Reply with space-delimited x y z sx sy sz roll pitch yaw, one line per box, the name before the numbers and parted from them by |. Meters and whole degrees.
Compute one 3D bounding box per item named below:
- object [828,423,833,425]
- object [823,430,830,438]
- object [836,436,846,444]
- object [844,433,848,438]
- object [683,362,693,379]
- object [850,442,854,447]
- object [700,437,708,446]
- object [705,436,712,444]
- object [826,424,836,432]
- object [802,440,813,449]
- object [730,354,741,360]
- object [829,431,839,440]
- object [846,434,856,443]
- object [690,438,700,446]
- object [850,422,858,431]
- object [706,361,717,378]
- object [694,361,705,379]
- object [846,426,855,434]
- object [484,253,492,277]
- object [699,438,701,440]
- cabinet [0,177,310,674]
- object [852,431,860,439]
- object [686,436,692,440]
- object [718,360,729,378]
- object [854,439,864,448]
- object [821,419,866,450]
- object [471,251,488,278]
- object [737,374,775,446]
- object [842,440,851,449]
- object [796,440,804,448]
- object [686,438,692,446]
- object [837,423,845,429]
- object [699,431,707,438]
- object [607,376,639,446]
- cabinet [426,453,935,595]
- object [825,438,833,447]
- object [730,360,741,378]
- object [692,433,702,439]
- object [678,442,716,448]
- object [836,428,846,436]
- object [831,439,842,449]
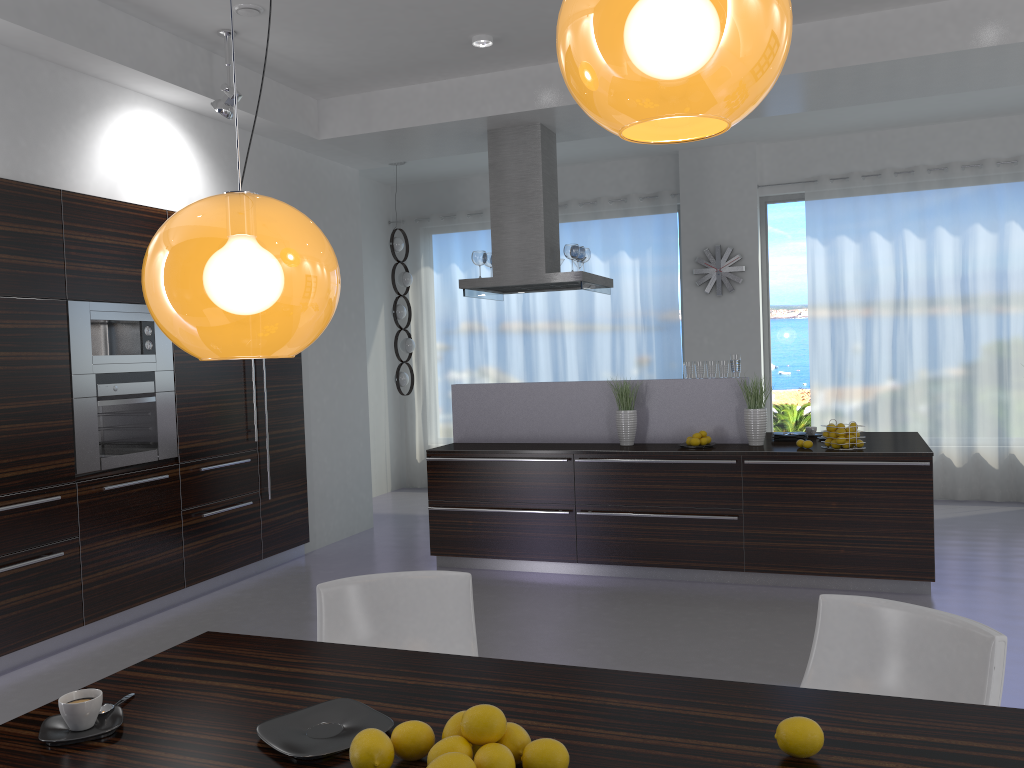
object | 2.016 0.278 5.604 0.052 0.060 0.057 -2 2 9
object | 1.991 0.318 5.596 0.053 0.051 0.063 -2 2 -10
object | 2.028 0.347 5.466 0.061 0.054 0.052 -2 2 -2
object | 2.078 0.333 5.513 0.051 0.053 0.062 -1 2 29
object | 1.226 -0.096 6.176 0.072 0.119 0.071 -3 2 -19
object | 2.114 0.372 5.549 0.061 0.055 0.050 -3 2 -24
object | 1.272 0.382 5.889 0.061 0.054 0.052 -2 2 -2
object | 1.306 0.375 5.935 0.063 0.053 0.051 -3 2 -29
object | 2.000 0.276 5.554 0.053 0.051 0.063 -3 2 -22
object | 1.866 0.382 5.594 0.063 0.051 0.053 -1 2 25
object | 1.527 -0.142 6.059 0.071 0.119 0.072 -3 2 -29
object | 2.013 0.321 5.538 0.062 0.053 0.052 -2 2 -7
object | 2.094 0.337 5.487 0.061 0.055 0.051 -2 2 0
object | 1.211 0.384 5.867 0.070 0.058 0.060 -1 2 20
object | 2.135 0.270 5.542 0.050 0.060 0.059 -1 2 20
object | 1.377 -0.099 6.118 0.071 0.119 0.072 -3 2 -29
object | 1.301 -0.097 6.147 0.071 0.119 0.072 -3 2 -29
object | 2.094 0.286 5.491 0.051 0.053 0.063 -1 2 34
object | -0.167 -0.927 7.040 0.125 0.221 0.125 -4 3 -44
object | 1.254 0.381 5.945 0.057 0.060 0.071 -1 2 22
cabinet | -2.530 0.178 5.333 0.669 2.500 3.600 -1 2 21
object | 2.139 0.319 5.524 0.061 0.054 0.053 -3 2 -23
object | 1.205 0.381 5.978 0.052 0.054 0.061 -3 2 -22
object | 1.452 -0.101 6.089 0.071 0.119 0.072 -3 2 -29
object | 2.151 0.370 5.502 0.062 0.052 0.053 -3 2 -30
object | 2.070 0.313 5.549 0.189 0.174 0.207 -3 2 -14
object | -0.250 -0.919 6.884 0.125 0.221 0.125 -4 3 -44
object | 1.617 0.156 5.852 0.269 0.502 0.247 -3 2 -26
object | 2.066 0.374 5.483 0.051 0.053 0.063 -1 2 29
object | 1.844 0.380 5.654 0.053 0.051 0.063 -2 2 -10
object | 1.193 0.387 5.924 0.063 0.051 0.053 -1 2 25
object | 2.059 0.271 5.551 0.051 0.053 0.063 -1 2 22
object | 1.276 0.335 5.934 0.053 0.048 0.063 -3 2 -13
object | 0.777 0.176 6.145 0.269 0.502 0.247 -1 2 21
cabinet | 1.162 0.835 6.369 3.285 0.852 1.377 -1 2 21
object | 1.998 0.366 5.578 0.060 0.057 0.052 -1 2 23
object | 1.528 -0.103 6.061 0.071 0.119 0.072 -3 2 -29
object | 1.231 0.348 5.907 0.061 0.047 0.053 -1 2 24
object | 1.233 0.409 5.916 0.232 0.020 0.232 -1 2 29
object | 2.036 0.300 5.489 0.061 0.052 0.053 -1 2 34
object | 2.024 0.373 5.523 0.064 0.063 0.074 0 3 41
